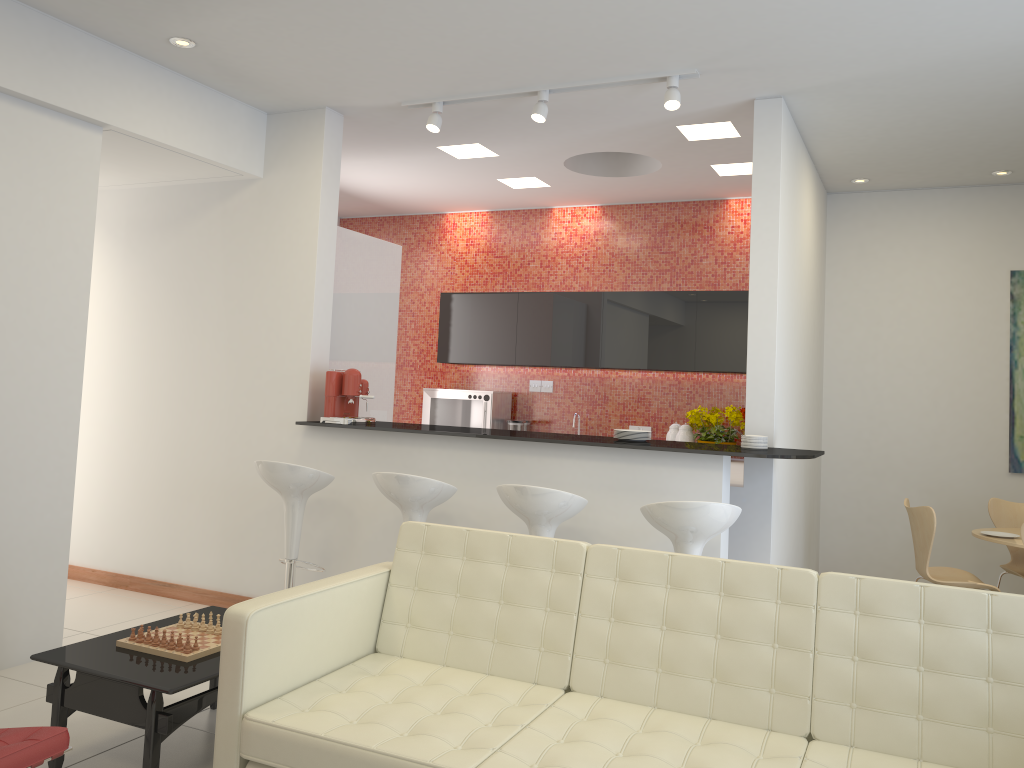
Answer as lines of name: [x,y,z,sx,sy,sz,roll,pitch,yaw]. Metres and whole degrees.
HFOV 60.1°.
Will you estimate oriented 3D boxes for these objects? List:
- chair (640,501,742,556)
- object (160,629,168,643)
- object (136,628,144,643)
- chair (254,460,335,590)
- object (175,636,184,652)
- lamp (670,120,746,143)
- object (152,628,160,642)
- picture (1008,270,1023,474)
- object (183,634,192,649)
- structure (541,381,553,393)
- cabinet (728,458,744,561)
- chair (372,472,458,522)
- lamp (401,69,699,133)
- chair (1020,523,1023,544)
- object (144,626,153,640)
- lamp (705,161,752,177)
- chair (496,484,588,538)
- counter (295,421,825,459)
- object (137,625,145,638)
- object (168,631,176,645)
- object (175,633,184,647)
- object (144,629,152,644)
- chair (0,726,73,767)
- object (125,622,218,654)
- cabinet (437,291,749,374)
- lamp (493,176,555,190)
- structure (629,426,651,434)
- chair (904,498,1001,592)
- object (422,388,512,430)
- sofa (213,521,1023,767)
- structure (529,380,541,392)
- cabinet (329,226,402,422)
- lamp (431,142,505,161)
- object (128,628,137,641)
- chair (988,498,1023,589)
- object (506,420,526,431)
chair: [0.799,1.023,4.040,0.457,1.025,0.463,2,-3,11]
object: [-1.323,0.959,3.369,0.030,0.050,0.030,1,-4,33]
object: [-1.412,0.954,3.367,0.030,0.052,0.030,1,-4,33]
chair: [-1.246,0.936,4.997,0.457,1.025,0.463,0,-4,36]
object: [-1.231,0.962,3.282,0.030,0.052,0.030,1,-4,33]
lamp: [1.280,-1.657,5.754,0.408,0.034,0.407,2,-1,25]
object: [-1.359,0.958,3.386,0.030,0.050,0.030,1,-4,33]
picture: [4.488,-0.065,6.221,1.739,1.513,0.020,2,-4,25]
object: [-1.214,0.964,3.318,0.030,0.050,0.030,1,-4,33]
structure: [0.323,0.024,8.162,0.114,0.105,0.008,2,-4,25]
cabinet: [0.290,1.039,6.727,3.337,0.988,2.486,2,-1,25]
chair: [-0.527,0.967,4.660,0.457,1.025,0.463,0,-4,36]
lamp: [0.153,-1.599,5.075,1.823,0.200,0.112,2,-3,25]
chair: [2.982,1.189,4.660,0.521,0.910,0.514,1,-4,32]
object: [-1.395,0.956,3.403,0.030,0.050,0.030,1,-4,33]
lamp: [1.702,-1.630,6.653,0.408,0.034,0.407,2,-1,25]
chair: [0.134,0.995,4.349,0.457,1.025,0.463,0,-4,36]
counter: [0.186,0.303,5.062,2.966,0.019,0.733,2,-1,25]
object: [-1.432,0.955,3.420,0.030,0.050,0.030,1,-4,33]
object: [-1.287,0.961,3.352,0.030,0.050,0.030,1,-4,33]
object: [-1.251,0.962,3.335,0.030,0.050,0.030,1,-4,33]
object: [-1.376,0.954,3.350,0.030,0.055,0.030,1,-4,33]
chair: [-1.743,0.991,2.414,0.707,0.820,0.697,2,-3,20]
object: [-1.264,0.986,3.449,0.346,0.001,0.348,2,-1,25]
cabinet: [0.851,-0.463,7.768,3.244,0.662,0.350,2,-3,25]
lamp: [0.101,-1.697,7.405,0.408,0.034,0.407,2,-1,25]
structure: [1.121,0.419,7.750,0.198,0.099,0.016,2,-4,25]
chair: [2.630,1.178,5.305,0.516,0.910,0.519,2,-3,9]
object: [-0.426,0.291,8.185,0.722,0.472,0.434,2,-2,25]
sofa: [0.445,1.035,2.629,2.566,0.926,0.997,2,-2,25]
structure: [0.215,0.019,8.210,0.114,0.105,0.013,2,-4,25]
cabinet: [-1.858,0.167,6.529,1.638,2.533,1.053,1,-4,25]
lamp: [-0.320,-1.724,6.506,0.408,0.034,0.407,2,-1,25]
object: [-1.449,0.957,3.384,0.030,0.044,0.030,1,-3,33]
chair: [3.371,1.215,5.639,0.521,0.910,0.514,2,-3,4]
object: [0.031,0.435,7.907,0.172,0.216,0.171,0,-4,44]
